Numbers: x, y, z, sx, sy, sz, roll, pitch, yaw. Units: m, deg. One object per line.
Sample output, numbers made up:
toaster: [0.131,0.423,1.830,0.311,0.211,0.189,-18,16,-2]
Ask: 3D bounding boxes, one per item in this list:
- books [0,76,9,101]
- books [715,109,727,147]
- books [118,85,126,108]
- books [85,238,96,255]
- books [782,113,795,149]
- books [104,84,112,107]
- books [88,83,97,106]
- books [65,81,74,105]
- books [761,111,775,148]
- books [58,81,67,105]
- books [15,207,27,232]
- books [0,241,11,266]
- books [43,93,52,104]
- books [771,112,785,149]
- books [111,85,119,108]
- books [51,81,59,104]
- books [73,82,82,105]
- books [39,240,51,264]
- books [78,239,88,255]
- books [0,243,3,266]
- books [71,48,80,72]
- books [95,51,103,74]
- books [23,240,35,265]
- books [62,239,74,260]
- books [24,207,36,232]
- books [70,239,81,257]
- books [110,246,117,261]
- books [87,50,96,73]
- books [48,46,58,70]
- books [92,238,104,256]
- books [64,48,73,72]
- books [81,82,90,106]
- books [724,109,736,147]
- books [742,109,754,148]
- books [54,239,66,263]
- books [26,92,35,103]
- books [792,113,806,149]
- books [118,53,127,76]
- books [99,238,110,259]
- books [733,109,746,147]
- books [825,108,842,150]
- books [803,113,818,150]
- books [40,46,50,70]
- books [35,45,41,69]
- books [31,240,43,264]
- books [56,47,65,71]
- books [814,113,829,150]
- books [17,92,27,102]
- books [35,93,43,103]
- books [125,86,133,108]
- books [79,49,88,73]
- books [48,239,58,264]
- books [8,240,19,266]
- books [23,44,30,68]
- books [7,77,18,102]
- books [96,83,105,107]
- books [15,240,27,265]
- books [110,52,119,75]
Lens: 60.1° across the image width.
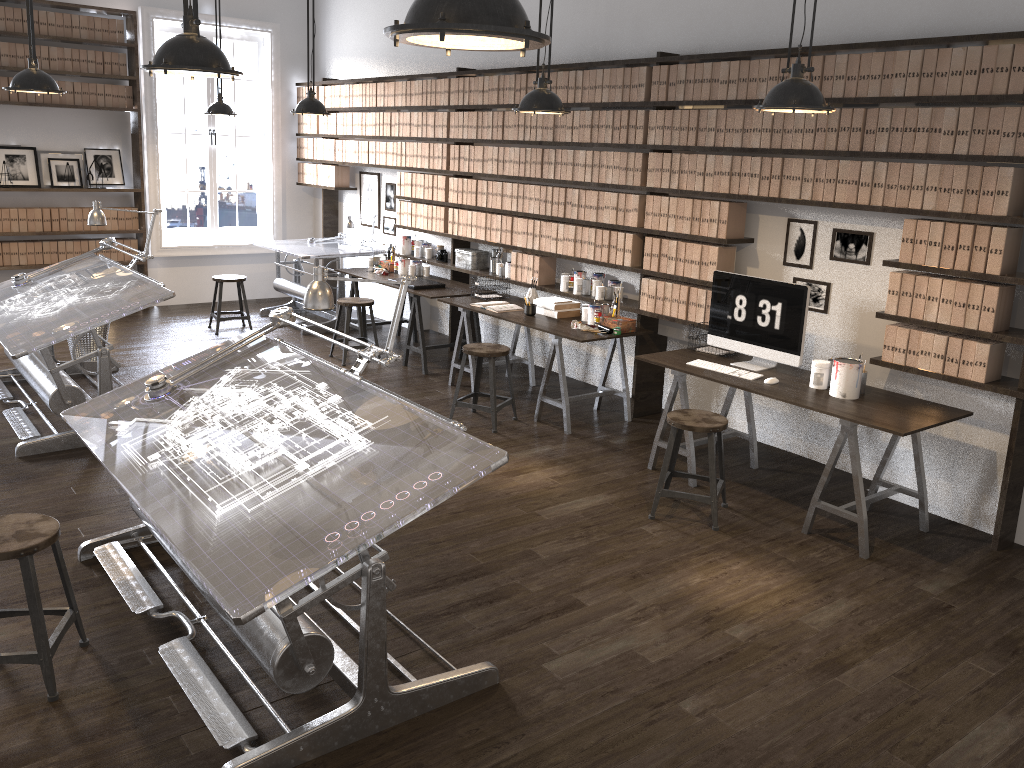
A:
books: [-4.814,-2.787,8.374,0.067,0.223,0.176,-7,16,-37]
books: [1.328,-1.552,5.397,0.175,0.223,0.067,-8,16,-37]
books: [-3.987,-2.918,9.002,0.067,0.223,0.176,-7,16,-37]
books: [-4.335,-1.374,9.107,0.067,0.223,0.176,-7,16,-37]
books: [1.621,-1.441,5.028,0.175,0.223,0.067,-8,16,-37]
books: [-4.087,-2.900,8.920,0.067,0.223,0.176,-7,16,-37]
books: [-4.204,-2.884,8.840,0.067,0.223,0.176,-7,16,-37]
books: [-4.370,-2.856,8.709,0.067,0.223,0.176,-7,16,-37]
books: [1.531,-1.473,5.132,0.175,0.223,0.067,-8,16,-37]
books: [-4.420,-2.849,8.672,0.067,0.223,0.176,-7,16,-37]
books: [-4.804,-1.608,8.670,0.067,0.223,0.176,-7,16,-37]
books: [-4.948,-1.278,8.646,0.067,0.223,0.176,-7,16,-37]
books: [-4.527,-2.832,8.592,0.067,0.223,0.176,-7,16,-37]
books: [1.577,-1.457,5.080,0.175,0.223,0.067,-8,16,-37]
books: [-4.034,-2.909,8.961,0.067,0.223,0.176,-7,16,-37]
books: [-4.471,-2.839,8.628,0.067,0.223,0.176,-7,16,-37]
books: [-4.311,-2.865,8.751,0.067,0.223,0.176,-7,16,-37]
books: [-4.668,-1.322,8.857,0.067,0.223,0.176,-7,16,-37]
books: [-4.393,-1.366,9.068,0.067,0.223,0.176,-7,16,-37]
books: [-5.004,-1.268,8.597,0.067,0.223,0.176,-7,16,-37]
books: [-4.300,-3.168,8.690,0.067,0.223,0.176,-7,16,-37]
books: [-4.132,-3.194,8.819,0.067,0.223,0.176,-7,16,-37]
books: [-4.784,-1.305,8.772,0.067,0.223,0.176,-7,16,-37]
books: [-4.503,-1.348,8.982,0.067,0.223,0.176,-7,16,-37]
books: [-4.747,-1.617,8.714,0.067,0.223,0.176,-7,16,-37]
books: [-4.450,-1.358,9.027,0.067,0.223,0.176,-7,16,-37]
books: [-4.175,-1.399,9.228,0.067,0.223,0.176,-7,16,-37]
books: [-4.186,-3.184,8.772,0.067,0.223,0.176,-7,16,-37]
books: [-4.455,-3.142,8.569,0.067,0.223,0.176,-7,16,-37]
books: [-4.279,-1.384,9.152,0.067,0.223,0.176,-7,16,-37]
books: [-4.350,-3.158,8.645,0.067,0.223,0.176,-7,16,-37]
books: [-4.258,-2.875,8.797,0.067,0.223,0.176,-7,16,-37]
books: [1.371,-1.536,5.342,0.175,0.223,0.067,-8,16,-37]
books: [1.452,-1.505,5.238,0.175,0.223,0.067,-8,16,-37]
books: [-4.558,-1.338,8.936,0.067,0.223,0.176,-7,16,-37]
books: [-4.637,-2.814,8.504,0.067,0.223,0.176,-7,16,-37]
books: [1.661,-1.424,4.972,0.175,0.223,0.067,-8,16,-37]
books: [-3.953,-3.222,8.953,0.067,0.223,0.176,-7,16,-37]
books: [-4.230,-1.392,9.192,0.067,0.223,0.176,-7,16,-37]
books: [1.407,-1.519,5.287,0.175,0.223,0.067,-8,16,-37]
books: [1.788,-1.376,4.812,0.175,0.223,0.067,-8,16,-37]
books: [1.702,-1.407,4.914,0.175,0.223,0.067,-8,16,-37]
books: [-4.511,-3.133,8.524,0.067,0.223,0.176,-7,16,-37]
books: [-4.569,-3.125,8.484,0.067,0.223,0.176,-7,16,-37]
books: [-4.728,-1.313,8.813,0.067,0.223,0.176,-7,16,-37]
books: [-4.406,-3.150,8.608,0.067,0.223,0.176,-7,16,-37]
books: [1.746,-1.390,4.858,0.175,0.223,0.067,-8,16,-37]
books: [-4.696,-2.806,8.464,0.067,0.223,0.176,-7,16,-37]
books: [-4.584,-2.823,8.550,0.067,0.223,0.176,-7,16,-37]
books: [-3.932,-2.927,9.045,0.067,0.223,0.176,-7,16,-37]
books: [-4.244,-3.176,8.733,0.067,0.223,0.176,-7,16,-37]
books: [-4.615,-1.329,8.892,0.067,0.223,0.176,-7,16,-37]
books: [-4.892,-1.285,8.681,0.067,0.223,0.176,-7,16,-37]
books: [-4.626,-3.116,8.444,0.067,0.223,0.176,-7,16,-37]
books: [-4.752,-2.795,8.415,0.067,0.223,0.176,-7,16,-37]
books: [-4.146,-2.892,8.879,0.067,0.223,0.176,-7,16,-37]
books: [-4.837,-1.295,8.727,0.067,0.223,0.176,-7,16,-37]
books: [-4.014,-3.213,8.909,0.067,0.223,0.176,-7,16,-37]
